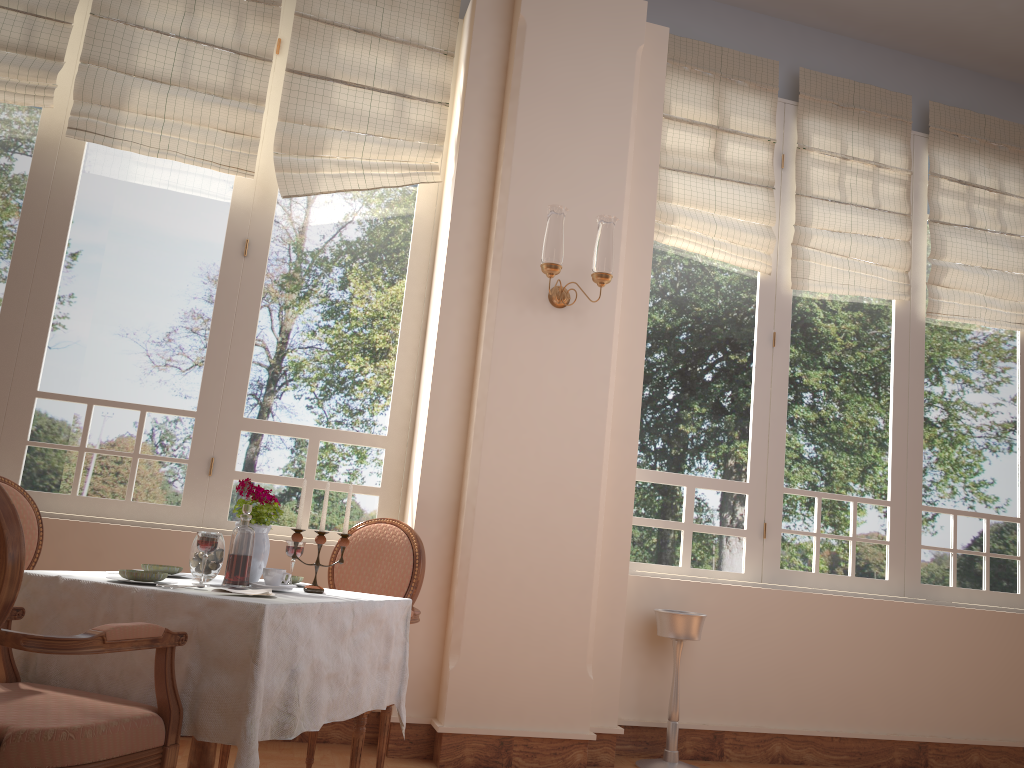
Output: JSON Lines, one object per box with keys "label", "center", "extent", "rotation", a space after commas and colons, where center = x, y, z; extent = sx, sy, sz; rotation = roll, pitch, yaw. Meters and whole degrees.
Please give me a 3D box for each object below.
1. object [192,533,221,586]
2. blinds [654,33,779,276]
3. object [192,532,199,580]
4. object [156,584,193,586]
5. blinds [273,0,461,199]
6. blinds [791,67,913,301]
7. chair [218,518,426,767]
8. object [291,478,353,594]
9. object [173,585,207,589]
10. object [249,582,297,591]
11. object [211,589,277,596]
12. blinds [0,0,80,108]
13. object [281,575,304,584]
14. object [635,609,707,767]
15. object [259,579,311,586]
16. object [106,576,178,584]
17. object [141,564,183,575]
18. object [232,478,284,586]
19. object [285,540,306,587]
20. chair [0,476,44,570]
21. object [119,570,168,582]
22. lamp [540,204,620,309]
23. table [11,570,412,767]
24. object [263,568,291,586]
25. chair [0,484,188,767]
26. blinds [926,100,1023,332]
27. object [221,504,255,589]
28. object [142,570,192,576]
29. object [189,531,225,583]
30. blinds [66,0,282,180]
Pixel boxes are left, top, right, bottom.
{"label": "object", "center": [-0.818, 0.467, 2.363], "extent": [0.062, 0.135, 0.062], "rotation": [3, -11, 17]}
{"label": "blinds", "center": [1.074, -1.230, 4.662], "extent": [0.746, 1.233, 0.085], "rotation": [8, -10, -14]}
{"label": "object", "center": [-0.887, 0.497, 2.556], "extent": [0.062, 0.135, 0.062], "rotation": [3, -11, 17]}
{"label": "object", "center": [-0.841, 0.502, 2.210], "extent": [0.013, 0.004, 0.127], "rotation": [2, -11, 20]}
{"label": "blinds", "center": [-0.643, -1.439, 4.097], "extent": [0.766, 1.373, 0.072], "rotation": [8, -10, -13]}
{"label": "blinds", "center": [1.881, -1.079, 4.872], "extent": [0.736, 1.290, 0.038], "rotation": [8, -10, -14]}
{"label": "chair", "center": [-0.606, 0.919, 3.107], "extent": [0.521, 0.929, 0.594], "rotation": [2, -11, 19]}
{"label": "object", "center": [-0.553, 0.440, 2.572], "extent": [0.177, 0.325, 0.059], "rotation": [9, -11, -15]}
{"label": "object", "center": [-0.798, 0.502, 2.194], "extent": [0.027, 0.006, 0.126], "rotation": [2, -11, 19]}
{"label": "object", "center": [-0.661, 0.559, 2.445], "extent": [0.119, 0.016, 0.119], "rotation": [5, -11, 6]}
{"label": "object", "center": [-0.634, 0.516, 2.197], "extent": [0.095, 0.012, 0.234], "rotation": [1, -12, 24]}
{"label": "blinds", "center": [-2.233, -1.746, 3.707], "extent": [0.788, 1.233, 0.085], "rotation": [8, -10, -14]}
{"label": "object", "center": [-0.710, 0.609, 2.762], "extent": [0.117, 0.024, 0.117], "rotation": [0, -12, 27]}
{"label": "object", "center": [0.714, 1.336, 3.879], "extent": [0.299, 0.662, 0.300], "rotation": [9, -11, -18]}
{"label": "object", "center": [-0.711, 0.619, 2.761], "extent": [0.171, 0.005, 0.171], "rotation": [-2, -13, 35]}
{"label": "object", "center": [-0.934, 0.497, 2.240], "extent": [0.171, 0.005, 0.171], "rotation": [1, -12, 23]}
{"label": "object", "center": [-1.031, 0.547, 2.609], "extent": [0.117, 0.024, 0.117], "rotation": [13, -13, -34]}
{"label": "object", "center": [-0.740, 0.425, 2.553], "extent": [0.143, 0.302, 0.124], "rotation": [9, -11, -15]}
{"label": "object", "center": [-0.663, 0.544, 2.683], "extent": [0.062, 0.135, 0.062], "rotation": [3, -11, 17]}
{"label": "chair", "center": [-1.476, 0.747, 2.666], "extent": [0.593, 0.929, 0.522], "rotation": [2, -11, 19]}
{"label": "object", "center": [-0.933, 0.487, 2.242], "extent": [0.117, 0.024, 0.117], "rotation": [7, -11, -4]}
{"label": "lamp", "center": [0.251, -0.518, 3.726], "extent": [0.320, 0.361, 0.274], "rotation": [8, -11, -14]}
{"label": "table", "center": [-0.826, 0.893, 2.418], "extent": [0.836, 0.679, 0.831], "rotation": [2, -11, 19]}
{"label": "object", "center": [-0.654, 0.535, 2.443], "extent": [0.062, 0.049, 0.078], "rotation": [15, -14, -41]}
{"label": "chair", "center": [-1.050, 0.630, 1.828], "extent": [0.521, 0.929, 0.594], "rotation": [2, -11, 19]}
{"label": "blinds", "center": [2.695, -0.955, 5.066], "extent": [0.736, 1.298, 0.055], "rotation": [8, -10, -14]}
{"label": "object", "center": [-0.734, 0.440, 2.409], "extent": [0.074, 0.222, 0.074], "rotation": [13, -12, -34]}
{"label": "object", "center": [-1.032, 0.558, 2.607], "extent": [0.171, 0.005, 0.172], "rotation": [3, -11, 16]}
{"label": "object", "center": [-0.849, 0.482, 2.468], "extent": [0.093, 0.138, 0.093], "rotation": [3, -11, 14]}
{"label": "blinds", "center": [-1.432, -1.594, 3.907], "extent": [0.774, 1.298, 0.055], "rotation": [8, -10, -14]}
